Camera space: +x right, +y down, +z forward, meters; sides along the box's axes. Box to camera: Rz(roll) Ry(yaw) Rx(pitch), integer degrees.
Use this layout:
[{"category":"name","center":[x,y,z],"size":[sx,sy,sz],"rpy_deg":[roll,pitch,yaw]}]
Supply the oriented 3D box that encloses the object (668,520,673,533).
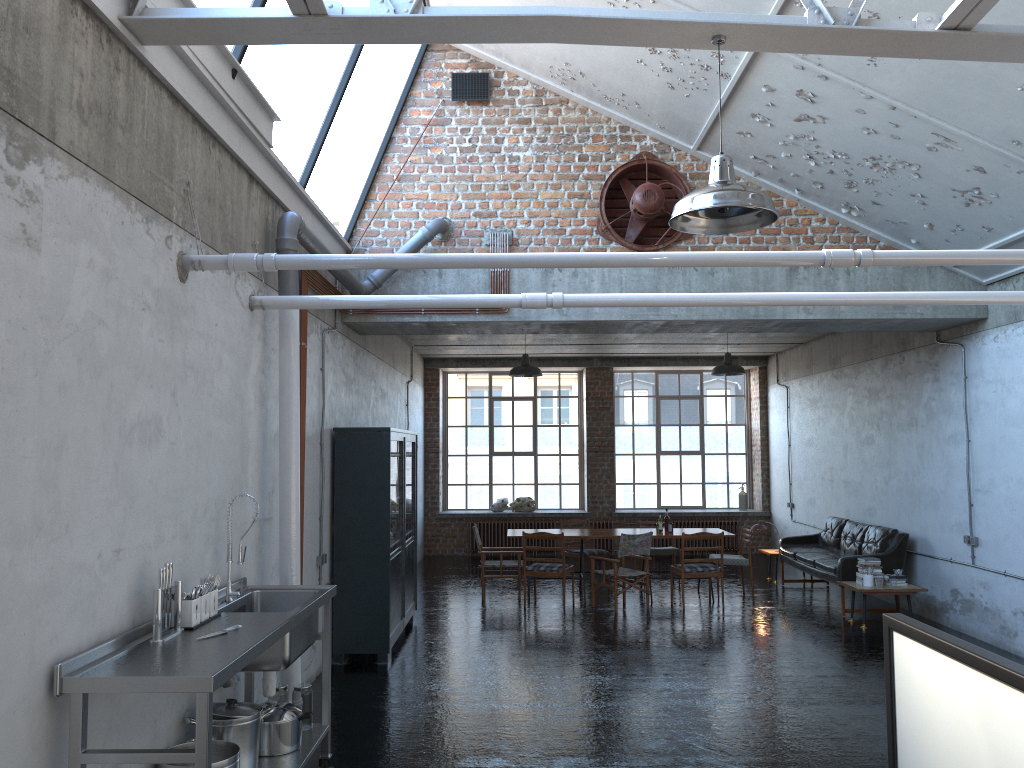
[{"category":"object","center":[2.233,1.999,12.479],"size":[0.051,0.180,0.097],"rpy_deg":[2,-5,-28]}]

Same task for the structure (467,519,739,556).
[{"category":"structure","center":[1.798,3.006,17.325],"size":[5.349,0.713,0.232],"rpy_deg":[0,-4,0]}]

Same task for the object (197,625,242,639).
[{"category":"object","center":[-1.455,1.240,4.419],"size":[0.045,0.022,0.327],"rpy_deg":[-2,-5,20]}]

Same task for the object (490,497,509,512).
[{"category":"object","center":[-0.247,2.428,17.812],"size":[0.281,0.281,0.575],"rpy_deg":[-2,-5,27]}]

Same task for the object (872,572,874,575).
[{"category":"object","center":[4.190,2.274,10.357],"size":[0.068,0.159,0.009],"rpy_deg":[-1,-4,13]}]

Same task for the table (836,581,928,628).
[{"category":"table","center":[4.337,2.592,10.413],"size":[0.811,0.458,0.649],"rpy_deg":[0,-4,0]}]

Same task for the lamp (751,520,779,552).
[{"category":"lamp","center":[3.998,2.386,13.919],"size":[0.496,0.492,0.220],"rpy_deg":[0,-4,-8]}]

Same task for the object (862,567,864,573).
[{"category":"object","center":[4.132,2.254,10.398],"size":[0.046,0.202,0.023],"rpy_deg":[-3,-5,36]}]

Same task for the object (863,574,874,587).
[{"category":"object","center":[4.166,2.297,10.367],"size":[0.110,0.137,0.110],"rpy_deg":[0,-4,0]}]

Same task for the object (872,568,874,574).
[{"category":"object","center":[4.208,2.241,10.375],"size":[0.062,0.169,0.009],"rpy_deg":[0,-4,0]}]

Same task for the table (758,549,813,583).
[{"category":"table","center":[4.361,2.853,13.898],"size":[0.811,0.458,0.649],"rpy_deg":[0,-4,0]}]

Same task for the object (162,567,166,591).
[{"category":"object","center":[-1.695,0.948,4.318],"size":[0.019,0.114,0.027],"rpy_deg":[0,-4,-4]}]

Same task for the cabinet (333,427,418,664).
[{"category":"cabinet","center":[-1.466,1.660,9.845],"size":[0.572,2.297,2.386],"rpy_deg":[0,-4,0]}]

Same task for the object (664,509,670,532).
[{"category":"object","center":[2.204,1.936,12.612],"size":[0.075,0.324,0.075],"rpy_deg":[-2,-5,25]}]

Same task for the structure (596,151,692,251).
[{"category":"structure","center":[1.431,-1.958,9.593],"size":[1.058,1.096,0.808],"rpy_deg":[0,-4,0]}]

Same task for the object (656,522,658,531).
[{"category":"object","center":[2.099,2.020,12.682],"size":[0.077,0.173,0.077],"rpy_deg":[1,-4,-14]}]

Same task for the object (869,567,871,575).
[{"category":"object","center":[4.195,2.255,10.404],"size":[0.023,0.204,0.037],"rpy_deg":[-4,-6,40]}]

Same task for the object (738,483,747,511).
[{"category":"object","center":[4.640,2.267,17.831],"size":[0.172,0.551,0.172],"rpy_deg":[-4,-6,44]}]

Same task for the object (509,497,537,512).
[{"category":"object","center":[0.201,2.409,17.747],"size":[0.418,0.305,0.625],"rpy_deg":[2,-5,-26]}]

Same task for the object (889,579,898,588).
[{"category":"object","center":[4.407,2.304,10.244],"size":[0.092,0.099,0.092],"rpy_deg":[1,-5,-22]}]

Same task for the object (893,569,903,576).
[{"category":"object","center":[4.558,2.225,10.471],"size":[0.103,0.068,0.103],"rpy_deg":[2,-5,-27]}]

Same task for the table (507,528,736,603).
[{"category":"table","center":[1.493,2.560,12.571],"size":[3.112,0.917,1.067],"rpy_deg":[0,-4,0]}]

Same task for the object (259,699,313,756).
[{"category":"object","center":[-1.446,2.053,5.351],"size":[0.395,0.278,0.367],"rpy_deg":[-4,-6,42]}]

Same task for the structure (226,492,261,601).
[{"category":"structure","center":[-1.646,0.991,5.434],"size":[0.210,0.661,0.039],"rpy_deg":[0,-4,0]}]

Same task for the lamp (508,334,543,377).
[{"category":"lamp","center":[0.196,-0.564,12.946],"size":[0.502,0.891,0.502],"rpy_deg":[-1,-4,5]}]

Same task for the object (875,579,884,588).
[{"category":"object","center":[4.244,2.305,10.245],"size":[0.092,0.099,0.092],"rpy_deg":[1,-5,-22]}]

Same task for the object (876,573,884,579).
[{"category":"object","center":[4.293,2.285,10.351],"size":[0.087,0.155,0.087],"rpy_deg":[2,-5,-27]}]

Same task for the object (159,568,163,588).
[{"category":"object","center":[-1.696,0.945,4.283],"size":[0.019,0.114,0.027],"rpy_deg":[0,-4,-4]}]

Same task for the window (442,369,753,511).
[{"category":"window","center":[6.016,2.790,18.481],"size":[19.864,12.900,0.747],"rpy_deg":[0,-4,0]}]

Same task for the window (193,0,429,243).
[{"category":"window","center":[-1.377,-2.952,5.591],"size":[0.994,2.404,8.048],"rpy_deg":[0,-4,0]}]

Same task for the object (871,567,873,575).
[{"category":"object","center":[4.209,2.234,10.388],"size":[0.052,0.185,0.009],"rpy_deg":[0,-4,2]}]

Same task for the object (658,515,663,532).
[{"category":"object","center":[2.103,1.976,12.569],"size":[0.070,0.235,0.041],"rpy_deg":[0,-4,0]}]

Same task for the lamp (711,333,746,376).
[{"category":"lamp","center":[3.144,-0.581,12.927],"size":[0.502,0.891,0.502],"rpy_deg":[-1,-4,5]}]

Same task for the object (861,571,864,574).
[{"category":"object","center":[4.146,2.262,10.382],"size":[0.137,0.190,0.009],"rpy_deg":[-1,-4,3]}]

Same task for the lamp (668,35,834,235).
[{"category":"lamp","center":[1.960,-1.606,6.416],"size":[0.945,2.025,5.320],"rpy_deg":[-2,-5,19]}]

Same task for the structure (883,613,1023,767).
[{"category":"structure","center":[2.428,1.877,2.925],"size":[0.119,1.221,5.500],"rpy_deg":[0,-4,0]}]
